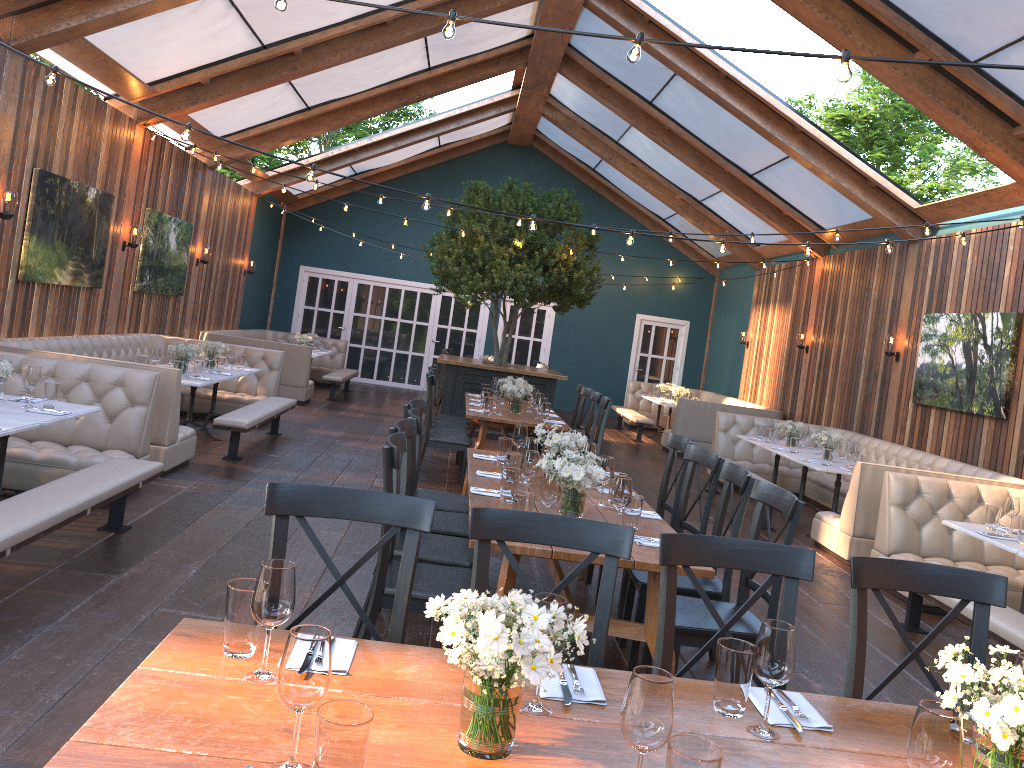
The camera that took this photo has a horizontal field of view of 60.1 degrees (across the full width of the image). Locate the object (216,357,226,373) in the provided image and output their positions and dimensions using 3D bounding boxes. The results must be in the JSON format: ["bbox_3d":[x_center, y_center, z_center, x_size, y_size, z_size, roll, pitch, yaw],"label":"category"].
[{"bbox_3d":[-2.989,-0.196,9.076,0.091,0.158,0.092,8,1,-17],"label":"object"}]

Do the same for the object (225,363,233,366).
[{"bbox_3d":[-3.261,-0.224,10.026,0.157,0.019,0.255,8,4,-3],"label":"object"}]

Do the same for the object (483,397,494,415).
[{"bbox_3d":[-0.220,0.200,8.076,0.092,0.158,0.091,9,1,33],"label":"object"}]

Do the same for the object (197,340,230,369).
[{"bbox_3d":[-3.202,-0.325,9.442,0.336,0.309,0.329,8,2,9],"label":"object"}]

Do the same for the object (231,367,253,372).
[{"bbox_3d":[-2.984,-0.165,9.705,0.255,0.019,0.158,8,4,-3],"label":"object"}]

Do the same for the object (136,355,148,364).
[{"bbox_3d":[-3.350,-0.179,7.995,0.091,0.158,0.092,8,1,-17],"label":"object"}]

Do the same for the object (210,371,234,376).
[{"bbox_3d":[-2.942,-0.109,8.913,0.255,0.019,0.158,8,4,-3],"label":"object"}]

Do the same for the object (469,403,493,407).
[{"bbox_3d":[-0.306,0.210,8.838,0.255,0.019,0.158,8,4,-3],"label":"object"}]

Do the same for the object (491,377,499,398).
[{"bbox_3d":[-0.194,0.049,9.855,0.093,0.244,0.092,8,0,45],"label":"object"}]

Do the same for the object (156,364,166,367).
[{"bbox_3d":[-3.459,-0.185,8.959,0.255,0.019,0.158,8,4,-3],"label":"object"}]

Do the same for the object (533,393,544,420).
[{"bbox_3d":[0.252,0.208,8.330,0.092,0.244,0.092,8,0,22],"label":"object"}]

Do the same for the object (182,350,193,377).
[{"bbox_3d":[-3.026,-0.193,8.250,0.093,0.244,0.092,8,0,45],"label":"object"}]

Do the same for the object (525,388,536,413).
[{"bbox_3d":[0.190,0.162,8.898,0.093,0.244,0.092,8,0,39],"label":"object"}]

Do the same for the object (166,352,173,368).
[{"bbox_3d":[-3.397,-0.236,8.796,0.091,0.158,0.092,8,1,-17],"label":"object"}]

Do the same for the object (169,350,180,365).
[{"bbox_3d":[-3.063,-0.183,8.018,0.093,0.244,0.092,8,0,45],"label":"object"}]

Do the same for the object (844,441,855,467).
[{"bbox_3d":[3.279,0.677,8.595,0.093,0.244,0.092,8,0,45],"label":"object"}]

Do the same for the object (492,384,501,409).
[{"bbox_3d":[-0.157,0.123,8.760,0.092,0.244,0.092,8,0,0],"label":"object"}]

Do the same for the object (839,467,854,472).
[{"bbox_3d":[3.141,0.795,8.221,0.157,0.019,0.255,8,4,-3],"label":"object"}]

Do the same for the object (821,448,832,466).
[{"bbox_3d":[2.962,0.691,8.346,0.091,0.158,0.092,8,1,-17],"label":"object"}]

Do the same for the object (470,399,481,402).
[{"bbox_3d":[-0.322,0.176,9.350,0.255,0.019,0.158,8,4,-3],"label":"object"}]

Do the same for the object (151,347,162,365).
[{"bbox_3d":[-3.256,-0.215,8.082,0.092,0.244,0.092,8,0,0],"label":"object"}]

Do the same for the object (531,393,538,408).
[{"bbox_3d":[0.253,0.173,9.506,0.092,0.158,0.091,8,1,23],"label":"object"}]

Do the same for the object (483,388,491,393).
[{"bbox_3d":[-0.269,0.124,9.180,0.092,0.158,0.092,8,1,3],"label":"object"}]

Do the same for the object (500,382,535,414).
[{"bbox_3d":[0.036,0.128,8.589,0.330,0.309,0.335,9,2,34],"label":"object"}]

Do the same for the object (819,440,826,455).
[{"bbox_3d":[3.315,0.674,9.415,0.091,0.158,0.092,8,1,-17],"label":"object"}]

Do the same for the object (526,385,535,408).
[{"bbox_3d":[0.192,0.131,9.429,0.092,0.244,0.092,8,0,-6],"label":"object"}]

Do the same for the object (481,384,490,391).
[{"bbox_3d":[-0.303,0.082,9.768,0.092,0.158,0.091,8,1,13],"label":"object"}]

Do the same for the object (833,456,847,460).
[{"bbox_3d":[3.363,0.761,9.258,0.255,0.019,0.158,8,4,-3],"label":"object"}]

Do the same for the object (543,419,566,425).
[{"bbox_3d":[0.370,0.345,8.224,0.255,0.019,0.158,8,4,-3],"label":"object"}]

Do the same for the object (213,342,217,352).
[{"bbox_3d":[-3.335,-0.339,9.874,0.093,0.244,0.092,8,0,45],"label":"object"}]

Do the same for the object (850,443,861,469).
[{"bbox_3d":[3.242,0.687,8.363,0.093,0.244,0.092,8,0,45],"label":"object"}]

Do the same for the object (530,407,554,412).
[{"bbox_3d":[0.316,0.270,9.347,0.255,0.019,0.158,8,4,-3],"label":"object"}]

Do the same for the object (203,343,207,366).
[{"bbox_3d":[-3.337,-0.324,9.631,0.093,0.244,0.092,8,0,45],"label":"object"}]

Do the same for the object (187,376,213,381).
[{"bbox_3d":[-2.901,-0.056,8.164,0.255,0.019,0.158,8,4,-3],"label":"object"}]

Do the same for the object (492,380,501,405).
[{"bbox_3d":[-0.170,0.089,9.262,0.092,0.244,0.092,8,0,-6],"label":"object"}]

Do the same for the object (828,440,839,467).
[{"bbox_3d":[3.051,0.656,8.416,0.092,0.244,0.092,8,0,0],"label":"object"}]

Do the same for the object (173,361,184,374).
[{"bbox_3d":[-3.000,-0.126,7.934,0.092,0.158,0.091,9,1,33],"label":"object"}]

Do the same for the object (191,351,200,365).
[{"bbox_3d":[-3.436,-0.290,9.569,0.091,0.158,0.092,8,1,-17],"label":"object"}]

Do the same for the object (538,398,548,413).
[{"bbox_3d":[0.308,0.218,8.973,0.091,0.158,0.092,8,1,-37],"label":"object"}]

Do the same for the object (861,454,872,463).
[{"bbox_3d":[3.305,0.744,8.279,0.092,0.158,0.091,9,1,33],"label":"object"}]

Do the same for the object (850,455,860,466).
[{"bbox_3d":[3.356,0.727,8.665,0.091,0.158,0.092,8,1,-17],"label":"object"}]

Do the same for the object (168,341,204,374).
[{"bbox_3d":[-3.148,-0.258,8.484,0.337,0.309,0.329,8,2,13],"label":"object"}]

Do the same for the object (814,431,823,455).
[{"bbox_3d":[3.238,0.624,9.345,0.093,0.244,0.092,8,0,45],"label":"object"}]

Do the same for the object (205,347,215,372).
[{"bbox_3d":[-3.073,-0.247,9.001,0.093,0.244,0.092,8,0,45],"label":"object"}]

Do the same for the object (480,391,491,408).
[{"bbox_3d":[-0.265,0.157,8.659,0.092,0.158,0.091,8,1,23],"label":"object"}]

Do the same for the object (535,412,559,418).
[{"bbox_3d":[0.339,0.303,8.810,0.255,0.019,0.158,8,4,-3],"label":"object"}]

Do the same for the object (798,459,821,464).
[{"bbox_3d":[2.895,0.742,8.502,0.255,0.019,0.158,8,4,-3],"label":"object"}]

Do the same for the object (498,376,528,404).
[{"bbox_3d":[0.007,0.058,9.638,0.335,0.309,0.330,8,2,-8],"label":"object"}]

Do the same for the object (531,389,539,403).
[{"bbox_3d":[0.249,0.139,10.095,0.092,0.158,0.091,8,1,23],"label":"object"}]

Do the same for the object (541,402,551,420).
[{"bbox_3d":[0.318,0.256,8.395,0.092,0.158,0.091,9,1,33],"label":"object"}]

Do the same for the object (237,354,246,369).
[{"bbox_3d":[-3.023,-0.251,9.870,0.091,0.158,0.092,8,1,-17],"label":"object"}]

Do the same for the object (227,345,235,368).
[{"bbox_3d":[-3.123,-0.305,9.812,0.093,0.244,0.092,8,0,45],"label":"object"}]

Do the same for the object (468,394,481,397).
[{"bbox_3d":[-0.374,0.131,9.952,0.255,0.019,0.158,8,4,-3],"label":"object"}]

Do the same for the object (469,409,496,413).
[{"bbox_3d":[-0.275,0.251,8.257,0.255,0.019,0.158,8,4,-3],"label":"object"}]

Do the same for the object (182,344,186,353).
[{"bbox_3d":[-3.302,-0.271,8.876,0.093,0.244,0.092,8,0,45],"label":"object"}]

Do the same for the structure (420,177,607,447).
[{"bbox_3d":[-0.041,-1.121,12.795,2.717,3.696,2.851,8,1,5],"label":"structure"}]

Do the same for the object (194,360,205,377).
[{"bbox_3d":[-2.948,-0.143,8.320,0.091,0.158,0.092,8,1,-17],"label":"object"}]

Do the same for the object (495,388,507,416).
[{"bbox_3d":[-0.101,0.168,8.171,0.092,0.244,0.092,8,0,0],"label":"object"}]

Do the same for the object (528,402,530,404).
[{"bbox_3d":[0.273,0.224,9.928,0.255,0.019,0.158,8,4,-3],"label":"object"}]

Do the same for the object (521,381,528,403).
[{"bbox_3d":[0.124,0.083,10.026,0.092,0.244,0.092,8,0,-23],"label":"object"}]
